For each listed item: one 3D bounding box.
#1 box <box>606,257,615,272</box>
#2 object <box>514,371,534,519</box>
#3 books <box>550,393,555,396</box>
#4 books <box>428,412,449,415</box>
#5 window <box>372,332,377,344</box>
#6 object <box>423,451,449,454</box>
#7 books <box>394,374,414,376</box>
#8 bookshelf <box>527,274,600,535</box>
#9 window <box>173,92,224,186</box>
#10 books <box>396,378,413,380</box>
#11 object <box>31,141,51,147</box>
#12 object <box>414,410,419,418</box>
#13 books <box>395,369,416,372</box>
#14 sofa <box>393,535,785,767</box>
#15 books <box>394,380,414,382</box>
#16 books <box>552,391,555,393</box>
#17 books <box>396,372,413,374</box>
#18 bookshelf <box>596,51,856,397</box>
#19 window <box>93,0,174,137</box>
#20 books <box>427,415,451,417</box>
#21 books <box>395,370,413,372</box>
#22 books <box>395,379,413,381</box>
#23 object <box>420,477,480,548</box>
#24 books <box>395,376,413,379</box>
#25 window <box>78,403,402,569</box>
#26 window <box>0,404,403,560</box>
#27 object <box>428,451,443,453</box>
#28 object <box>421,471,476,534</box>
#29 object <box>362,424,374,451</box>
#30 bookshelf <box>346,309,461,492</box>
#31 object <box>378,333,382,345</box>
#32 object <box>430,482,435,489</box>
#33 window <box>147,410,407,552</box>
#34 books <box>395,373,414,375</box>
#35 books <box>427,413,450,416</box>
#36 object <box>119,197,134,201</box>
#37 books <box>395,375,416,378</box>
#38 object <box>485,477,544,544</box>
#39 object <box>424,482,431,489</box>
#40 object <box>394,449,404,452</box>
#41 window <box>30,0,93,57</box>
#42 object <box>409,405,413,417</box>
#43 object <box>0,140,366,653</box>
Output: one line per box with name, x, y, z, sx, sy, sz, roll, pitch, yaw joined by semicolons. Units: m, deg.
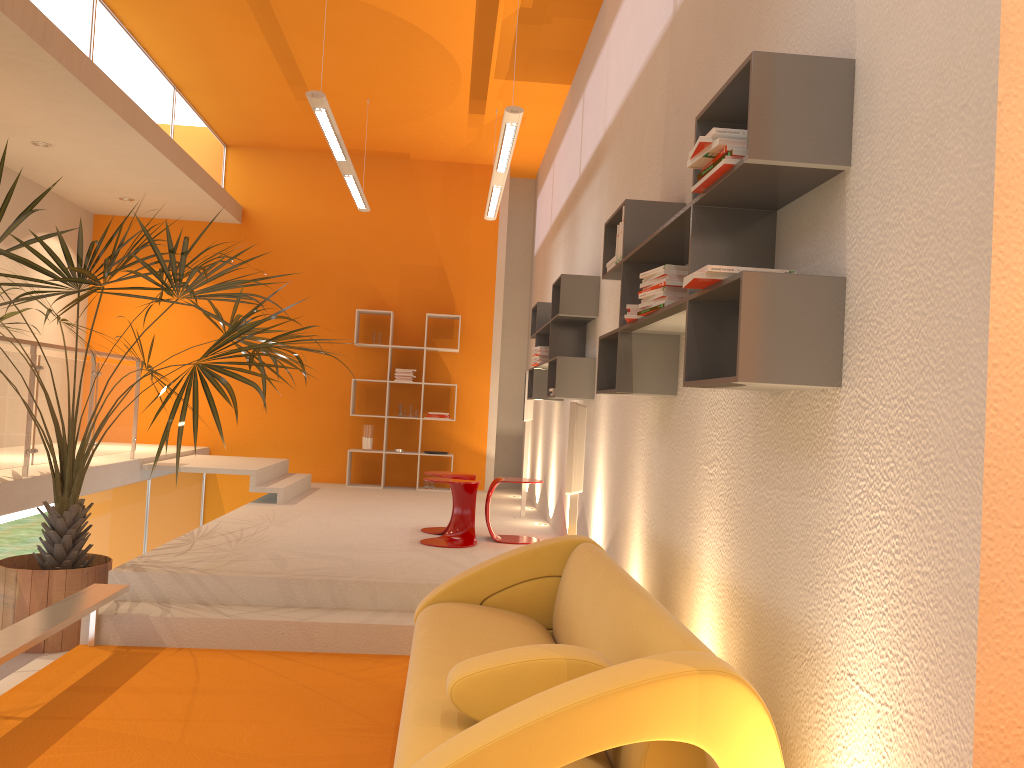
box;0.551;-0.518;3.907;0.232;0.047;0.232;3;-2;-4
object;0.115;0.543;7.965;0.116;1.317;0.111;3;-2;-8
books;0.363;0.076;5.909;0.190;0.015;0.254;3;-2;-3
books;-0.841;0.334;10.098;0.227;0.017;0.230;3;-2;-9
window;-2.556;1.928;5.731;0.481;5.399;8.922;3;-2;8
object;-0.868;0.787;10.139;0.294;0.020;0.294;2;-2;35
books;-1.229;-0.101;10.136;0.210;0.013;0.296;3;-2;-4
bookshelf;0.337;0.381;5.950;0.322;2.145;3.370;3;-2;-2
window;-3.287;-2.445;9.343;0.006;0.660;1.860;3;-2;-4
books;-1.233;-0.054;10.148;0.190;0.015;0.254;3;-2;-8
object;-3.893;-2.000;7.334;0.143;0.059;0.143;4;-2;-32
object;-0.115;1.995;6.406;0.190;3.502;7.694;3;-2;-15
books;-1.217;-0.156;10.141;0.230;0.017;0.227;3;-2;-9
sofa;0.102;0.998;2.987;0.929;0.706;2.081;3;-2;-4
books;-1.233;-0.029;10.134;0.210;0.013;0.296;3;-2;-4
books;0.361;0.061;5.901;0.190;0.015;0.254;3;-2;2
books;-1.229;-0.125;10.150;0.190;0.015;0.254;3;-2;-8
bookshelf;0.605;-0.366;3.100;0.252;0.790;2.000;3;-2;-4
window;-3.150;-2.493;7.444;0.006;0.660;1.869;3;-2;-4
books;-0.833;0.366;10.108;0.254;0.015;0.190;3;-2;-8
books;-1.231;-0.141;10.143;0.190;0.015;0.254;3;-2;-3
books;-1.232;-0.041;10.138;0.190;0.011;0.268;3;-2;-3
object;-0.431;0.898;6.258;0.391;0.450;0.420;2;-2;26
books;-1.235;-0.070;10.141;0.190;0.015;0.254;3;-2;-3
window;-2.791;2.396;8.472;0.993;4.599;4.234;2;-2;28
window;-2.598;0.763;6.997;0.908;1.393;6.719;3;-2;15
object;-0.872;0.785;10.142;0.178;0.020;0.178;3;-2;13
object;-0.482;0.912;6.806;0.391;0.450;0.420;4;-2;-34
object;-1.642;0.609;10.099;0.129;0.291;0.129;2;-2;24
bookshelf;-0.407;1.513;9.268;3.516;4.600;1.107;1;-2;43
object;-2.414;1.971;6.722;0.351;5.384;6.779;3;-2;16
object;0.135;2.337;3.631;0.102;2.685;13.193;3;-2;-10
window;-2.406;2.476;9.283;2.294;4.526;1.860;3;-2;-4
books;-1.228;-0.112;10.140;0.190;0.011;0.268;3;-2;-3
books;-0.840;0.351;10.111;0.254;0.015;0.190;3;-2;-3
object;-4.033;-1.951;9.277;0.143;0.059;0.143;4;-2;-32
books;-1.221;-0.085;10.139;0.230;0.017;0.227;3;-2;-9
object;0.013;0.931;6.567;0.420;0.450;0.391;3;-2;-4
object;0.022;2.366;4.938;0.129;2.692;10.507;3;-2;-11
object;-1.281;0.755;10.054;0.105;0.035;0.106;2;-2;40
window;-2.979;-2.552;5.080;0.006;0.660;2.794;3;-2;-4
object;-2.526;2.371;6.543;0.870;4.604;7.392;2;-2;26
object;-2.426;0.136;5.222;3.098;2.600;3.241;3;-2;4
